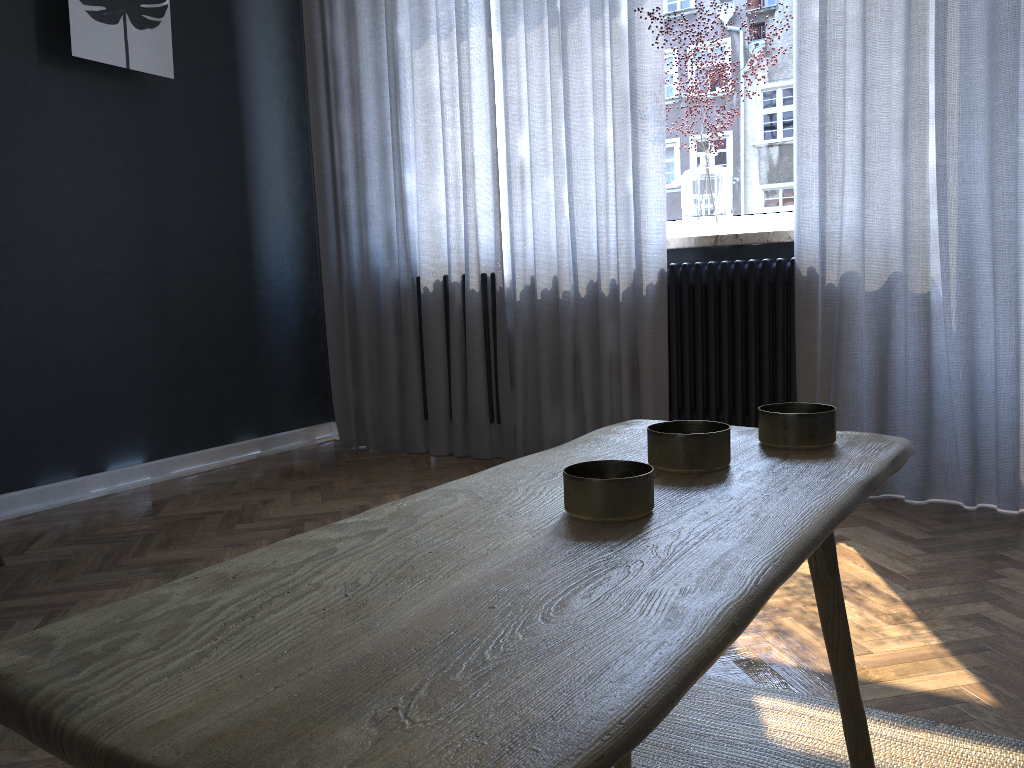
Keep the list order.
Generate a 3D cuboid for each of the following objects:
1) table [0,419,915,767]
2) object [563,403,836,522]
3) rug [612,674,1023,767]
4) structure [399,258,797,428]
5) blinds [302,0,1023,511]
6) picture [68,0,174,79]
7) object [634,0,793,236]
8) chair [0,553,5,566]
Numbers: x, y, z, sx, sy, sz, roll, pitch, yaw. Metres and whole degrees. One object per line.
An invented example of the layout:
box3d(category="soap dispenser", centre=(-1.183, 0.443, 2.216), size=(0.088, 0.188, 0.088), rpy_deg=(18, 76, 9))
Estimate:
box3d(category="table", centre=(0.075, 0.359, 0.688), size=(0.339, 0.551, 0.786), rpy_deg=(2, 8, 32))
box3d(category="object", centre=(0.158, 0.055, 0.748), size=(0.103, 0.033, 0.368), rpy_deg=(4, 9, 43))
box3d(category="rug", centre=(-0.131, 0.641, 0.704), size=(1.003, 0.013, 2.007), rpy_deg=(2, 8, 33))
box3d(category="structure", centre=(0.325, -0.139, 3.369), size=(1.846, 0.601, 0.215), rpy_deg=(2, 9, 32))
box3d(category="blinds", centre=(0.835, -1.061, 2.819), size=(3.991, 2.794, 0.312), rpy_deg=(2, 9, 32))
box3d(category="picture", centre=(-2.040, -1.242, 2.104), size=(0.058, 0.772, 4.449), rpy_deg=(2, 8, 32))
box3d(category="object", centre=(0.680, -0.923, 3.048), size=(0.514, 0.811, 0.598), rpy_deg=(-2, 7, 7))
box3d(category="chair", centre=(-1.696, 0.058, 2.296), size=(0.549, 0.922, 0.437), rpy_deg=(2, 9, 30))
